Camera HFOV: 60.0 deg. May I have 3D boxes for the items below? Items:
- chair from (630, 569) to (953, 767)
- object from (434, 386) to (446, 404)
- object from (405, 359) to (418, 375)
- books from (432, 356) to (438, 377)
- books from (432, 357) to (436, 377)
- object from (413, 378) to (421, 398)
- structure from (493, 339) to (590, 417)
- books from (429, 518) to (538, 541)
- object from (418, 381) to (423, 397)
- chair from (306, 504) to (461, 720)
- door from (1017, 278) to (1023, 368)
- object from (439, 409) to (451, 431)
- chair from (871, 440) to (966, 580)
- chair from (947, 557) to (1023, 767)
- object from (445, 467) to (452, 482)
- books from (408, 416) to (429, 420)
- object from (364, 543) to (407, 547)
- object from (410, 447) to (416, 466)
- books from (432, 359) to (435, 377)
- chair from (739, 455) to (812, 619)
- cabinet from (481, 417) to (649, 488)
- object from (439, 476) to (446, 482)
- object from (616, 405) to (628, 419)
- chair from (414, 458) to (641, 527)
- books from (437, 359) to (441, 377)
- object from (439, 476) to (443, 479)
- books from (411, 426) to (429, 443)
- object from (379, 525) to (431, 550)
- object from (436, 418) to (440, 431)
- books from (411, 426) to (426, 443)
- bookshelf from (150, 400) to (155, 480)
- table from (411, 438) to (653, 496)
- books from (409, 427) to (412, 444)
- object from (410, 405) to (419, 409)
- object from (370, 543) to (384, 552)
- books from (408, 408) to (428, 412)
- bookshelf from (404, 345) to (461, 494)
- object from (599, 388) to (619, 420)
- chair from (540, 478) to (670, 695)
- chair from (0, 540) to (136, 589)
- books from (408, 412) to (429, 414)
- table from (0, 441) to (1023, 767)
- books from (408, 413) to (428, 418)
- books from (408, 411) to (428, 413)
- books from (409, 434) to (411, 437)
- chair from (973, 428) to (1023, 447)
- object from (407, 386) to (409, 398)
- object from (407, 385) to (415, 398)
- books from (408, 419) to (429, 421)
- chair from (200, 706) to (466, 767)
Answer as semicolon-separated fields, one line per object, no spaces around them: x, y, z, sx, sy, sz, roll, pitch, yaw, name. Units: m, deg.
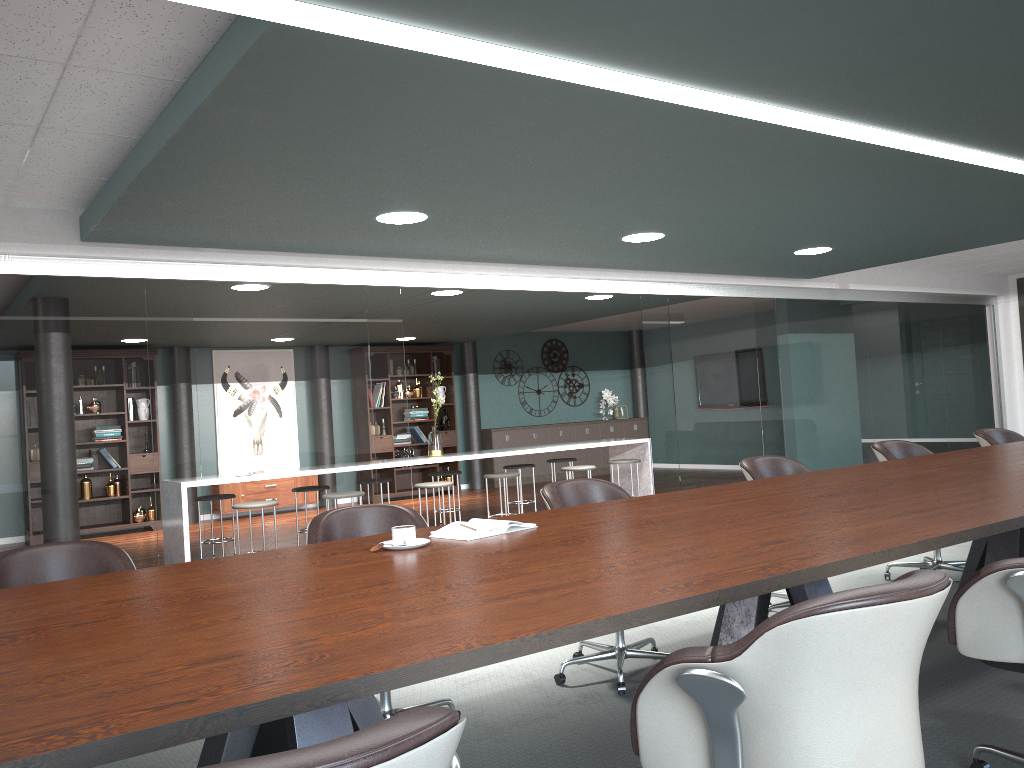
0.533;0.704;1.595;0.523;0.761;0.533;-5;-2;37;chair
-1.019;0.146;12.019;0.268;0.262;0.137;-4;-2;5;object
-1.375;-0.221;11.760;0.196;0.221;0.184;-2;-2;-35;object
-1.065;-0.227;11.978;0.027;0.286;0.184;-2;-2;-35;books
-1.083;-0.218;11.964;0.016;0.268;0.205;-2;-2;-35;books
-1.258;0.054;11.760;0.108;0.256;0.108;-4;-2;-1;object
0.480;-0.099;13.387;1.791;1.178;0.017;-2;-2;-35;structure
-0.086;0.432;2.685;0.285;0.032;0.180;-2;-2;-44;books
-1.240;0.074;11.884;0.092;0.222;0.092;-4;-2;-1;object
-0.443;0.805;2.969;0.535;0.761;0.518;-3;-2;-14;chair
5.867;-0.109;9.163;0.139;2.130;1.038;-2;-2;-35;door
-0.925;0.487;12.003;0.116;0.286;0.215;-2;-2;-39;object
2.260;0.690;4.836;0.523;0.761;0.533;-5;-2;37;chair
1.387;0.668;2.190;0.523;0.761;0.533;-5;-2;31;chair
-0.855;1.246;11.953;0.108;0.256;0.108;-4;-2;-1;object
-1.272;0.456;11.797;0.286;0.027;0.184;-2;-2;-35;books
-0.351;0.448;2.453;0.155;0.012;0.034;-5;-2;32;object
-1.364;0.961;11.747;0.233;0.268;0.051;-2;-2;-35;object
-1.107;-0.206;11.947;0.042;0.248;0.194;-2;-2;-35;books
1.375;0.728;4.231;0.535;0.761;0.518;-3;-2;-29;chair
-2.990;1.159;10.663;12.287;0.820;0.402;-2;-2;-35;cabinet
-0.938;1.288;11.834;0.144;0.175;0.073;-3;-2;-33;object
1.723;0.441;13.860;0.174;0.207;0.042;-3;-2;-15;object
-0.636;1.087;7.932;4.029;0.512;1.479;-2;-2;-35;chair
-1.034;-0.209;11.997;0.042;0.248;0.194;-2;-2;-35;books
-0.974;1.297;11.958;0.099;0.169;0.099;-5;-2;29;object
-1.230;0.670;11.782;0.166;0.228;0.205;-2;-2;-35;books
-0.302;0.428;2.478;0.146;0.056;0.146;-3;-2;-10;object
-1.012;0.521;11.924;0.077;0.228;0.077;-5;-2;38;object
-1.258;0.673;11.762;0.176;0.227;0.194;-2;-2;-35;books
-4.525;0.638;9.547;1.339;1.984;0.482;-2;-2;-35;bookshelf
-0.633;0.991;7.869;4.577;0.699;0.609;-2;-2;-35;table
-1.394;0.685;11.749;0.063;0.214;0.139;-2;-2;-35;books
-1.298;0.300;11.783;0.104;0.052;0.100;-3;-2;-31;object
-0.370;0.447;2.430;0.041;0.021;0.044;-2;-2;-42;object
-1.278;0.347;11.800;0.248;0.042;0.194;-2;-2;-35;books
-1.400;0.506;11.717;1.339;1.984;0.482;-2;-2;-35;bookshelf
1.524;0.311;13.824;0.221;0.495;0.600;-5;-2;29;object
0.389;0.769;3.547;0.535;0.761;0.518;-3;-2;-29;chair
-1.221;0.838;2.429;0.535;0.761;0.518;-3;-2;-29;chair
-1.278;0.391;11.797;0.268;0.016;0.205;-2;-2;-35;books
1.476;0.721;3.241;6.694;0.706;1.374;-2;-2;-35;table
-1.275;0.420;11.796;0.248;0.042;0.194;-2;-2;-35;books
-1.278;0.375;11.791;0.268;0.016;0.205;-2;-2;-35;books
-1.482;0.685;11.603;0.248;0.042;0.194;-2;-2;-35;books
3.169;0.651;5.478;0.535;0.761;0.518;-3;-2;-29;chair
-1.377;0.106;11.765;0.099;0.169;0.099;-5;-2;29;object
-1.341;0.097;11.642;0.144;0.175;0.073;-3;-2;-33;object
-1.272;0.478;11.795;0.268;0.016;0.205;-2;-2;-35;books
-0.281;0.738;1.020;0.535;0.761;0.518;-3;-2;-29;chair
